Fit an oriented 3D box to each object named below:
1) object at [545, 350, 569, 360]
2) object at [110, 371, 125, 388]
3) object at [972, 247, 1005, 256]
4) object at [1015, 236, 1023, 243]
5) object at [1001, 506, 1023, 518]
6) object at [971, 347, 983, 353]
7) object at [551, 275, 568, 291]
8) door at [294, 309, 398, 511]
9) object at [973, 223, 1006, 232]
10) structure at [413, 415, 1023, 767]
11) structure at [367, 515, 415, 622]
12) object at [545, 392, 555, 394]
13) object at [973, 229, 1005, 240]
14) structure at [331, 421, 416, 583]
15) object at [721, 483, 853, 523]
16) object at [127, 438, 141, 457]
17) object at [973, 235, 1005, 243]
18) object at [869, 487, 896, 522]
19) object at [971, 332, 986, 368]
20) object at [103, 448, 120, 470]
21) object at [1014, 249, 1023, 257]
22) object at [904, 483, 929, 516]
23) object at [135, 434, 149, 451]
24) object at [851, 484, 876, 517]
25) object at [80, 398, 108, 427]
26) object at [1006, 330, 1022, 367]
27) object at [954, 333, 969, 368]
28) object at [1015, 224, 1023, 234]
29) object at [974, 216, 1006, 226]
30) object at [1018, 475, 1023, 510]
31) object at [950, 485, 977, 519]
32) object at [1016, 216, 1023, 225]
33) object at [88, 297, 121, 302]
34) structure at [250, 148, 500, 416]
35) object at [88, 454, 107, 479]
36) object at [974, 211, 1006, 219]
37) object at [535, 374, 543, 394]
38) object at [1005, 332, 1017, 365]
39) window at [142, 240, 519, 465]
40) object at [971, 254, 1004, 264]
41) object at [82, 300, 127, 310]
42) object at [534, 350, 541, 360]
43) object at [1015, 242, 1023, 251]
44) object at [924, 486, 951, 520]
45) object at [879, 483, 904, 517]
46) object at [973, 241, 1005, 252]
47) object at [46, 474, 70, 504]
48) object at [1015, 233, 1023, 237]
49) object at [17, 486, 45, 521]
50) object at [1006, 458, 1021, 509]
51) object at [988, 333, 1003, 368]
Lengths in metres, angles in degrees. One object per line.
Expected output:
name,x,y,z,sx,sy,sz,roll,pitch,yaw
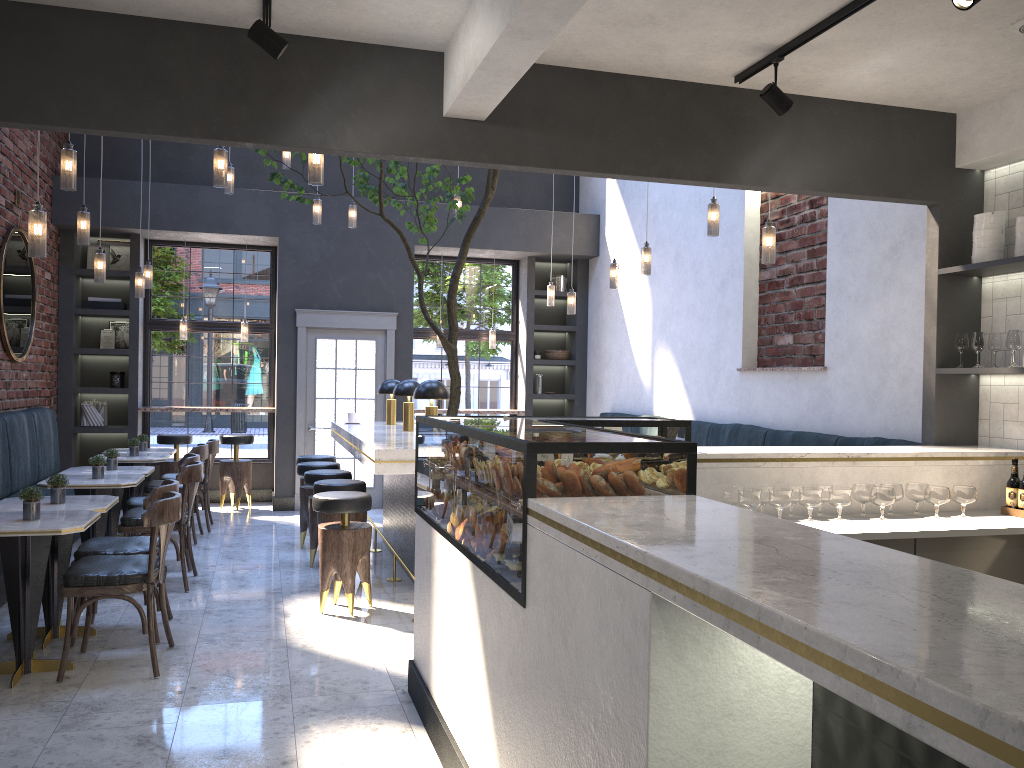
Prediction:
object,0.567,-0.360,11.174,0.305,0.123,0.305,1,0,5
object,-4.341,-0.046,9.757,0.152,0.181,0.152,1,1,22
object,2.545,-0.694,4.738,0.153,0.074,0.154,1,0,-13
object,2.666,-0.721,4.543,0.153,0.062,0.153,1,0,14
object,2.606,0.630,4.337,0.307,0.038,0.231,1,0,-16
object,2.568,-0.181,4.886,0.070,0.188,0.070,1,1,-24
object,0.599,-1.255,11.182,0.214,0.215,0.213,1,0,-6
door,-1.867,0.297,9.935,1.132,2.219,0.152,1,1,-16
object,2.546,-0.821,4.731,0.154,0.076,0.153,1,0,6
structure,1.867,0.843,1.793,3.205,1.300,5.805,1,0,-16
structure,-0.826,1.327,7.081,0.496,0.210,3.498,1,0,-16
object,0.471,0.115,11.055,0.130,0.026,0.130,1,0,-33
object,2.544,-0.785,4.734,0.153,0.060,0.153,1,0,-33
structure,-0.818,0.907,7.076,0.990,1.050,3.489,1,0,-16
object,1.254,0.544,4.055,0.575,0.147,0.256,1,0,-16
object,-3.323,0.554,7.798,0.118,0.165,0.122,1,1,-38
object,2.545,-0.756,4.736,0.153,0.075,0.154,1,0,42
object,1.706,0.552,4.083,0.114,0.147,0.114,1,0,-11
object,2.494,-0.182,4.743,0.070,0.188,0.070,1,1,-24
object,-2.999,0.563,6.645,0.118,0.165,0.122,1,1,-38
object,2.661,-0.655,4.547,0.153,0.055,0.153,1,0,36
object,1.961,0.556,4.292,0.114,0.147,0.114,1,0,-11
object,-3.480,0.550,8.358,0.118,0.165,0.122,1,1,-38
object,1.670,0.551,4.210,0.114,0.147,0.114,1,0,-11
object,-4.576,0.304,9.711,0.250,0.323,0.241,1,1,-16
object,2.558,-0.181,4.516,0.070,0.188,0.070,1,1,-24
object,2.462,-0.183,4.856,0.070,0.188,0.070,1,1,-24
object,2.664,-0.783,4.540,0.153,0.060,0.153,1,0,-33
object,2.549,-0.851,4.730,0.153,0.067,0.153,1,0,30
object,2.501,0.507,4.306,0.070,0.279,0.069,0,1,-39
object,2.142,0.560,4.206,0.114,0.147,0.114,1,0,-11
object,2.666,-0.818,4.537,0.154,0.076,0.153,1,0,6
object,-4.468,-0.914,9.726,0.327,0.039,0.227,1,0,-26
structure,-0.484,-1.550,6.116,3.744,5.989,2.806,1,1,28
object,-2.841,0.567,6.085,0.118,0.165,0.122,1,1,-38
object,2.547,-0.883,4.727,0.153,0.070,0.153,1,0,31
object,0.335,0.002,11.043,0.098,0.248,0.098,1,1,24
object,2.631,-0.180,4.659,0.070,0.188,0.070,1,1,-24
window,-0.388,-1.685,4.732,6.405,5.365,12.708,1,0,-16
object,2.541,-0.658,4.741,0.153,0.055,0.153,1,0,36
object,-4.462,-0.853,9.717,0.412,0.084,0.286,1,0,-16
object,0.307,-0.362,11.076,0.116,0.119,0.117,1,1,-39
object,2.664,-0.691,4.544,0.153,0.074,0.154,1,0,-13
object,1.996,0.557,4.165,0.114,0.147,0.114,1,0,-11
object,1.815,0.554,4.251,0.114,0.147,0.114,1,0,-11
object,2.546,-0.724,4.737,0.153,0.062,0.153,1,0,14
object,-2.506,0.576,4.892,0.118,0.165,0.122,1,1,-38
object,2.664,-0.753,4.541,0.153,0.075,0.154,1,0,42
object,-2.348,0.580,4.332,0.118,0.165,0.122,1,1,-38
object,2.480,0.506,4.377,0.069,0.279,0.070,1,1,36
object,2.599,-0.181,4.773,0.070,0.188,0.070,1,1,-24
